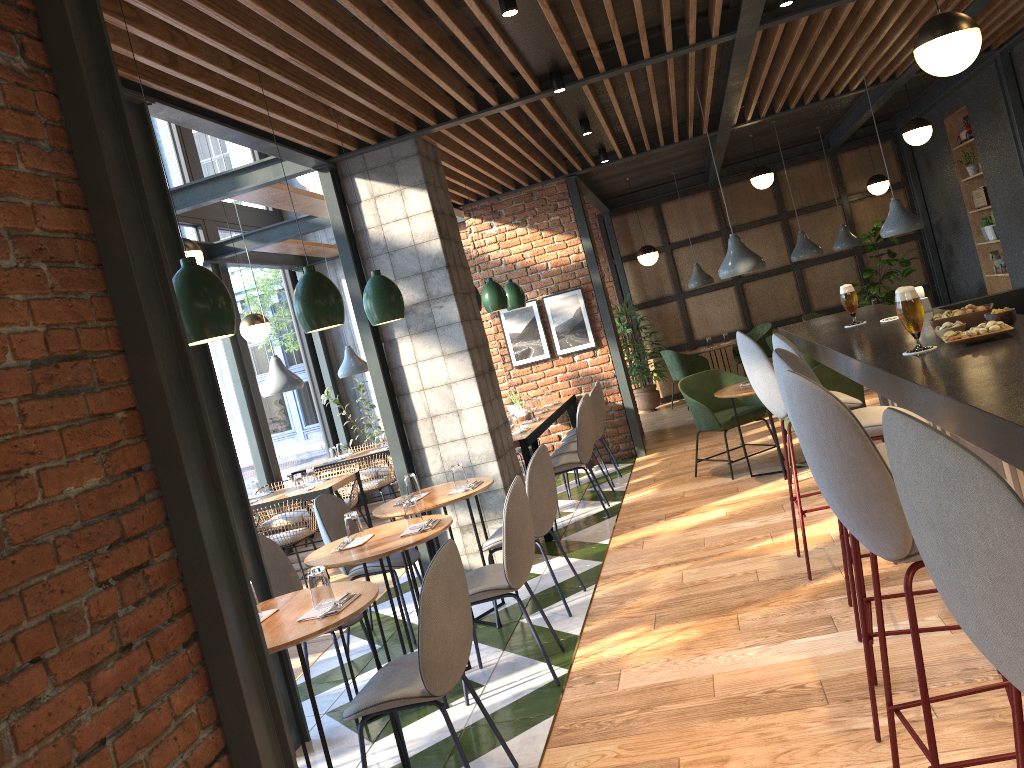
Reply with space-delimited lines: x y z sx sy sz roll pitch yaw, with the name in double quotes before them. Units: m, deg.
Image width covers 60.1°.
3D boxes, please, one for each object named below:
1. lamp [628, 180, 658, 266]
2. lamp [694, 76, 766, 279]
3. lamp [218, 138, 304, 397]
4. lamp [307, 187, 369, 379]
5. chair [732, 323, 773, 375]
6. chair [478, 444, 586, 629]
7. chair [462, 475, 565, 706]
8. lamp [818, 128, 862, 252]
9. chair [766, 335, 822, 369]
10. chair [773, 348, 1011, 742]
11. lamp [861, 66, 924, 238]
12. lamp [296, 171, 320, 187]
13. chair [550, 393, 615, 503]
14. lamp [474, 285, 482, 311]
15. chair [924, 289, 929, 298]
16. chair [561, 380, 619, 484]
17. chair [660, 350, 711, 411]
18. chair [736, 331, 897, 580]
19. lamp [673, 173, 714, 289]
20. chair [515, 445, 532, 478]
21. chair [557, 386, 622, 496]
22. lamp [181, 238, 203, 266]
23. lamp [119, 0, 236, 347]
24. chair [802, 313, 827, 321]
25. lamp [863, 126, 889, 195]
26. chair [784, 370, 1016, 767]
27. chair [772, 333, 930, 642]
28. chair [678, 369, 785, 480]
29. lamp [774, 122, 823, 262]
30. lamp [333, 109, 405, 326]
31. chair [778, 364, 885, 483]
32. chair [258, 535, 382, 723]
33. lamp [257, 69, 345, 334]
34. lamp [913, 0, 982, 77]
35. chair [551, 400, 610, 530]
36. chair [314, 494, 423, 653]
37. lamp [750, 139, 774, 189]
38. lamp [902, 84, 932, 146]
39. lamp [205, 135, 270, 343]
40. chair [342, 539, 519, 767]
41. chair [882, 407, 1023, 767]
"lamp" 1.311 -3.360 11.401 0.270 3.793 0.267 -15 0 -35
"lamp" 1.184 -3.002 6.666 0.355 4.489 0.351 -15 0 -43
"lamp" -2.436 -2.103 7.266 0.354 4.489 0.351 -15 0 -26
"lamp" -2.222 -2.272 9.384 0.355 4.489 0.351 -15 0 -43
"chair" 3.328 -0.376 12.063 0.516 0.818 0.637 -15 1 -13
"chair" 0.053 0.815 4.883 0.506 0.887 0.420 -14 1 18
"chair" -0.093 0.900 4.005 0.507 0.887 0.419 -14 1 8
"lamp" 3.686 -3.887 11.166 0.355 4.489 0.351 -15 0 -43
"chair" 3.159 -0.201 9.602 0.518 0.818 0.635 -15 1 -33
"chair" 1.238 0.436 2.848 0.505 1.243 0.420 -14 1 23
"lamp" 2.791 -3.465 7.578 0.355 4.489 0.351 -15 0 -43
"lamp" -2.487 -3.829 8.929 0.267 3.793 0.270 -14 0 33
"chair" 0.508 0.562 7.433 0.506 0.887 0.420 -14 1 18
"lamp" -0.574 -1.520 6.826 0.223 2.021 0.224 -14 0 15
"chair" 4.856 -0.701 10.790 0.642 0.818 0.512 -16 2 -41
"chair" 0.709 0.451 8.534 0.507 0.887 0.419 -14 1 8
"chair" 2.362 -0.114 11.805 0.516 0.818 0.637 -15 1 -13
"chair" 1.519 0.279 4.432 0.506 1.243 0.419 -14 1 12
"lamp" 1.991 -3.490 11.893 0.355 4.489 0.351 -15 0 -43
"chair" -0.047 0.642 8.602 0.506 0.887 0.420 -14 1 18
"chair" 0.641 0.498 7.991 0.506 0.887 0.420 -14 1 19
"lamp" -2.596 -2.526 5.774 0.270 3.793 0.267 -15 0 -35
"lamp" -1.314 -1.130 3.099 0.223 2.021 0.224 -14 0 15
"chair" 4.176 -0.567 11.547 0.512 0.818 0.642 -13 2 44
"lamp" 4.315 -4.293 11.491 0.270 3.793 0.267 -15 0 -35
"chair" 1.049 0.513 2.109 0.507 1.243 0.419 -14 1 8
"chair" 1.457 0.339 3.600 0.506 1.243 0.420 -14 1 18
"chair" 1.748 0.292 7.179 0.641 0.818 0.513 -15 1 -23
"lamp" 2.726 -3.568 9.826 0.355 4.489 0.351 -15 0 -43
"lamp" -0.944 -1.325 4.964 0.223 2.021 0.224 -14 0 15
"chair" 2.177 0.239 6.099 0.641 0.818 0.513 -15 1 -18
"chair" -0.946 1.109 4.192 0.506 0.887 0.419 -14 1 13
"lamp" -1.117 -1.234 4.091 0.223 2.021 0.224 -14 0 15
"lamp" 1.464 -3.191 3.867 0.267 3.793 0.269 -14 0 14
"chair" 0.436 0.611 6.863 0.507 0.887 0.419 -14 1 8
"chair" -0.786 1.020 5.095 0.506 0.887 0.419 -14 1 13
"lamp" 2.512 -4.140 10.442 0.269 3.793 0.268 -14 0 -9
"lamp" 3.570 -4.200 8.752 0.269 3.793 0.267 -15 0 -16
"lamp" -2.786 -2.217 8.082 0.269 3.793 0.267 -15 0 -20
"chair" -0.332 1.014 3.021 0.506 0.887 0.419 -14 1 13
"chair" 0.972 0.585 1.345 0.506 1.243 0.419 -14 1 10
